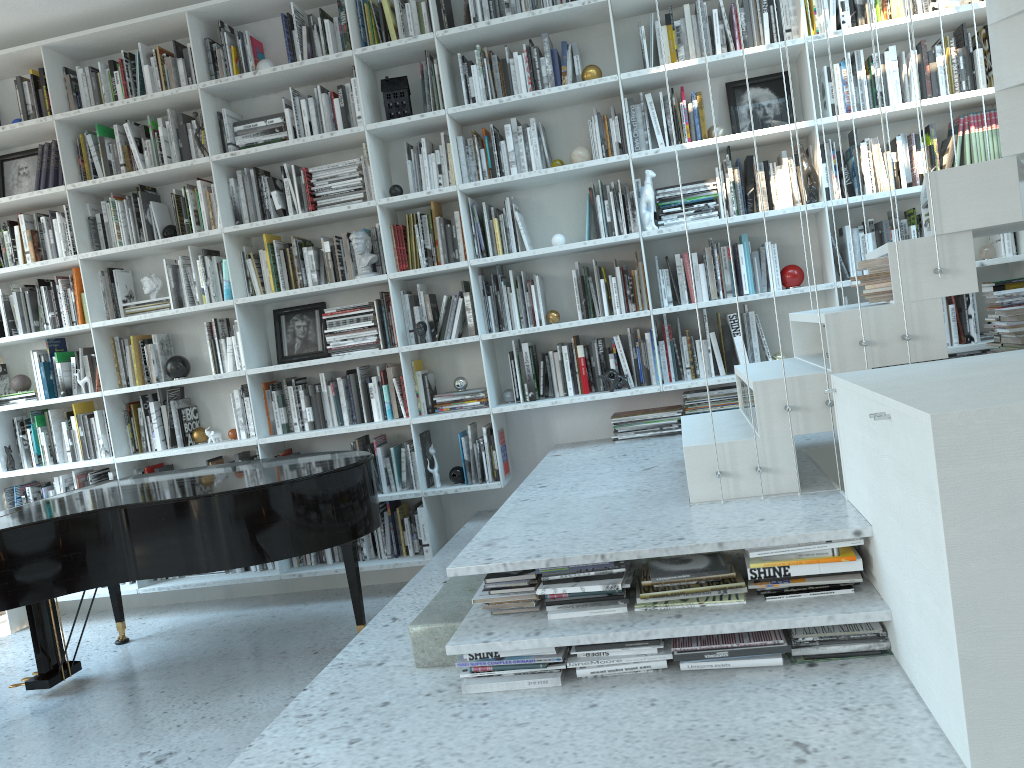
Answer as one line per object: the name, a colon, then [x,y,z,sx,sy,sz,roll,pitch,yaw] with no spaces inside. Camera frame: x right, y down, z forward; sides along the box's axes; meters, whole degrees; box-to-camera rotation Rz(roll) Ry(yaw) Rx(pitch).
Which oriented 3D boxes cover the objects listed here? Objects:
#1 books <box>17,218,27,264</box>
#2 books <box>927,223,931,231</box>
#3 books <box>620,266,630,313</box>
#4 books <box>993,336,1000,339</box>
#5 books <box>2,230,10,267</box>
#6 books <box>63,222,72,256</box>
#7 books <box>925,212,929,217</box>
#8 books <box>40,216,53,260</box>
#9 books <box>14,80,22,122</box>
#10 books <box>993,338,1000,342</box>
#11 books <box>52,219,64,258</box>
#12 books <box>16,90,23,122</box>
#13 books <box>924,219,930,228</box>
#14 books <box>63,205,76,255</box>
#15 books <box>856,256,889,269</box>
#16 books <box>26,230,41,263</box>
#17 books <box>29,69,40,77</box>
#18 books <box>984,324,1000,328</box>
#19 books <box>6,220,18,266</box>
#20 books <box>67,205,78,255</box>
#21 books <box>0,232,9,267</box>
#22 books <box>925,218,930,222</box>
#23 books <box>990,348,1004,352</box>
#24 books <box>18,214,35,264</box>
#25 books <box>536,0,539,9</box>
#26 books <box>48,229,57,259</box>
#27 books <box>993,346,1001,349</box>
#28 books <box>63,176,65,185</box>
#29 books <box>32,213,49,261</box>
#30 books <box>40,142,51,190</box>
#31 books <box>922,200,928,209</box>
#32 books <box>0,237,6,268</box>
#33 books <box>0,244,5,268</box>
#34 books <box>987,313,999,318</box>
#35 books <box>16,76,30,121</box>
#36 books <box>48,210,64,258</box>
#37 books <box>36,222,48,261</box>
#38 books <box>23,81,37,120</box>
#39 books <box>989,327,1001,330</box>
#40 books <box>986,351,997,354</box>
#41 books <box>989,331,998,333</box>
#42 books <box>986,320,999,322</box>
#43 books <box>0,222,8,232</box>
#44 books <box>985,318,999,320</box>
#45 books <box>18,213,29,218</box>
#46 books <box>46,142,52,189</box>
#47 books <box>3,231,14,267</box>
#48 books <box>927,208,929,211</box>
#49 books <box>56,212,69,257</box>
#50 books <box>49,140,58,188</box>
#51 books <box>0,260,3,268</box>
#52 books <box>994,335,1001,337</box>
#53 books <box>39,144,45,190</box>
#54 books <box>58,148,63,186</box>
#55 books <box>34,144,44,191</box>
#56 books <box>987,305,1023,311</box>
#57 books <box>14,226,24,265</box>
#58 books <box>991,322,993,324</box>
books: [-2.676,-0.785,4.965,0.023,0.271,0.186,-8,4,11]
books: [1.459,-0.528,2.901,0.182,0.013,0.287,-7,3,25]
books: [0.567,-0.469,4.438,0.016,0.231,0.138,-8,4,11]
books: [2.144,-0.207,3.718,0.184,0.007,0.150,-8,3,11]
books: [-2.790,-0.748,5.003,0.011,0.229,0.170,-8,4,11]
books: [-2.418,-0.788,4.933,0.013,0.206,0.172,-8,4,11]
books: [1.460,-0.576,2.895,0.177,0.007,0.254,-7,3,19]
books: [-2.552,-0.798,4.963,0.029,0.261,0.157,-8,4,11]
books: [-2.679,-1.529,4.921,0.013,0.278,0.150,-8,4,11]
books: [2.146,-0.197,3.724,0.187,0.014,0.133,-8,3,9]
books: [-2.465,-0.793,4.928,0.030,0.231,0.172,-8,4,11]
books: [-2.657,-1.501,4.907,0.028,0.218,0.153,-8,4,11]
books: [1.456,-0.542,2.901,0.191,0.014,0.243,-7,3,24]
books: [-2.392,-0.833,4.904,0.012,0.291,0.182,-8,4,11]
books: [1.217,-0.390,2.748,0.157,0.025,0.234,-11,4,-42]
books: [-2.618,-0.754,4.948,0.029,0.195,0.191,-8,4,11]
books: [-2.589,-1.563,4.910,0.014,0.321,0.136,-8,4,11]
books: [2.131,-0.260,3.712,0.251,0.012,0.133,-8,3,6]
books: [-2.752,-0.776,4.991,0.014,0.273,0.180,-8,4,11]
books: [-2.373,-0.836,4.913,0.022,0.289,0.169,-8,4,11]
books: [-2.803,-0.741,4.999,0.014,0.218,0.164,-8,4,11]
books: [1.462,-0.554,2.897,0.187,0.009,0.260,-7,3,21]
books: [2.149,-0.156,3.709,0.224,0.010,0.161,-8,3,7]
books: [-2.653,-0.795,4.955,0.030,0.286,0.185,-8,4,11]
books: [0.125,-1.918,4.359,0.006,0.289,0.155,-8,4,11]
books: [-2.523,-0.764,4.960,0.022,0.186,0.136,-8,4,11]
books: [2.148,-0.166,3.713,0.196,0.010,0.159,-8,3,9]
books: [-2.423,-1.198,4.912,0.078,0.286,0.174,-8,4,11]
books: [-2.593,-0.805,4.967,0.025,0.286,0.161,-8,4,11]
books: [-2.532,-1.176,4.911,0.110,0.280,0.174,-8,4,11]
books: [1.451,-0.605,2.895,0.191,0.013,0.243,-7,3,22]
books: [-2.826,-0.745,5.019,0.012,0.231,0.149,-8,4,11]
books: [-2.857,-0.750,5.019,0.047,0.250,0.134,-8,4,11]
books: [2.125,-0.299,3.709,0.206,0.015,0.144,-8,3,8]
books: [-2.637,-1.535,4.896,0.024,0.280,0.187,-8,4,11]
books: [-2.488,-0.816,4.935,0.012,0.281,0.188,-8,4,11]
books: [-2.573,-0.780,4.954,0.013,0.232,0.171,-8,4,11]
books: [-2.609,-1.523,4.891,0.028,0.249,0.155,-8,4,11]
books: [2.132,-0.247,3.707,0.218,0.013,0.152,-8,3,14]
books: [2.154,-0.142,3.725,0.258,0.022,0.128,-8,3,7]
books: [2.139,-0.232,3.710,0.223,0.005,0.155,-8,3,13]
books: [2.131,-0.281,3.725,0.221,0.006,0.116,-8,3,9]
books: [-2.818,-0.769,5.011,0.012,0.277,0.150,-8,4,11]
books: [2.130,-0.289,3.724,0.234,0.008,0.118,-8,3,9]
books: [-2.694,-0.800,4.986,0.014,0.304,0.151,-8,4,11]
books: [-2.507,-1.181,4.924,0.110,0.280,0.174,-8,4,11]
books: [-2.770,-0.745,4.992,0.031,0.217,0.172,-8,4,11]
books: [1.460,-0.595,2.893,0.174,0.009,0.239,-7,3,20]
books: [-2.442,-0.813,4.922,0.022,0.263,0.174,-8,4,11]
books: [-2.482,-1.186,4.899,0.097,0.283,0.174,-8,4,11]
books: [-2.890,-0.759,5.007,0.011,0.277,0.164,-8,4,11]
books: [2.145,-0.219,3.733,0.187,0.015,0.114,-8,3,12]
books: [-2.551,-1.175,4.933,0.110,0.280,0.174,-8,4,11]
books: [-2.446,-1.195,4.912,0.078,0.286,0.174,-8,4,11]
books: [-2.575,-1.171,4.928,0.110,0.280,0.174,-8,4,11]
books: [2.121,-0.325,3.706,0.214,0.008,0.150,-8,3,13]
books: [-2.719,-0.763,4.991,0.047,0.238,0.162,-8,4,11]
books: [2.131,-0.272,3.717,0.191,0.012,0.133,-8,3,14]
